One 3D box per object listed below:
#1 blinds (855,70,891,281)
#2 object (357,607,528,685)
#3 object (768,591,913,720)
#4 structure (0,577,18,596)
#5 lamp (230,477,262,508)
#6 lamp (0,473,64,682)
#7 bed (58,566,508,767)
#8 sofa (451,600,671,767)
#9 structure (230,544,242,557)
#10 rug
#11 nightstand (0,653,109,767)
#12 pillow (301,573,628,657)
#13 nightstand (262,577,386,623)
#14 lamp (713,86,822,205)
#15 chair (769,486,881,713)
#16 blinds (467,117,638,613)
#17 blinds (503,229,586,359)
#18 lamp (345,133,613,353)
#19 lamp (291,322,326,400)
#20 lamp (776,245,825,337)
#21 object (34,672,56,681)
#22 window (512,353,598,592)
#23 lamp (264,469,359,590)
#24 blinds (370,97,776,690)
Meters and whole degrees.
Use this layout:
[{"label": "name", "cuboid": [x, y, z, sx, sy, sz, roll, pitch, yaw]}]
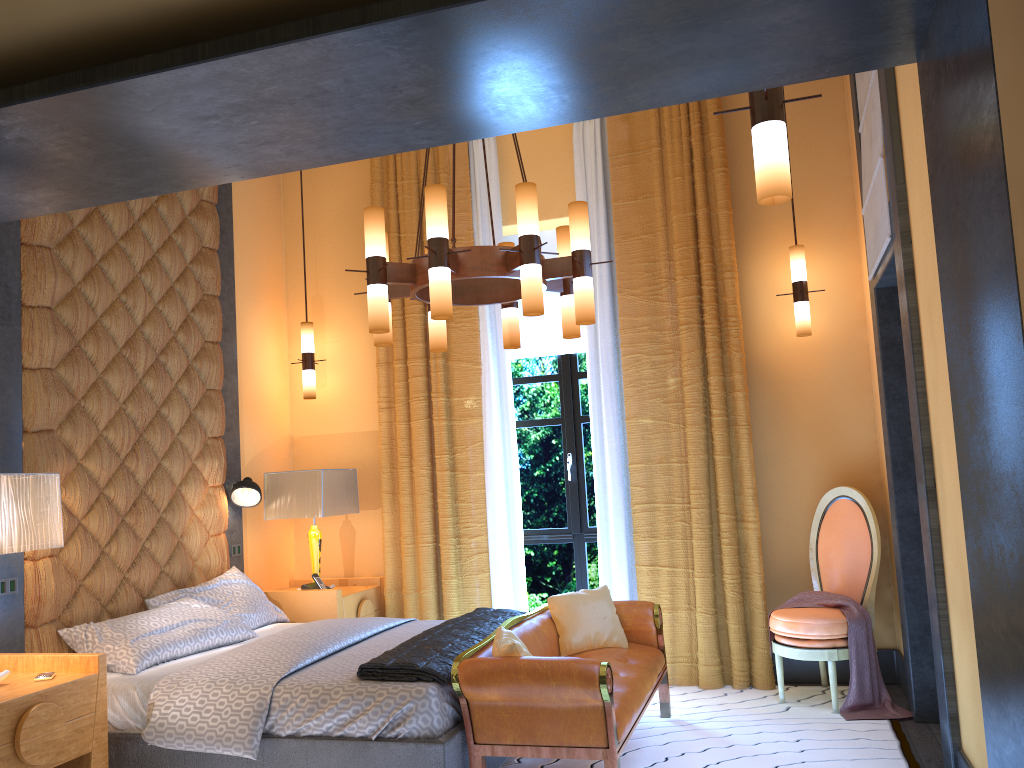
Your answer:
[{"label": "blinds", "cuboid": [1.676, -1.350, 4.200, 0.042, 1.574, 0.896, -5, -5, 17]}, {"label": "object", "cuboid": [-0.243, 1.201, 4.176, 0.405, 0.104, 1.463, -5, -6, 16]}, {"label": "object", "cuboid": [1.735, 1.413, 4.730, 0.428, 0.571, 0.804, -1, -6, -26]}, {"label": "structure", "cuboid": [-2.220, 0.890, 3.893, 0.016, 0.071, 0.103, -5, -6, 17]}, {"label": "lamp", "cuboid": [-1.488, 0.685, 5.586, 0.568, 0.217, 0.232, 0, -6, -26]}, {"label": "lamp", "cuboid": [-2.059, 0.752, 3.366, 0.424, 0.801, 0.506, -5, -5, 17]}, {"label": "bed", "cuboid": [-1.008, 1.375, 4.404, 2.107, 0.823, 1.891, -5, -6, 16]}, {"label": "sofa", "cuboid": [0.310, 1.403, 4.078, 0.651, 0.639, 1.617, -5, -6, 16]}, {"label": "structure", "cuboid": [-1.722, 1.036, 5.526, 0.016, 0.071, 0.103, -5, -6, 17]}, {"label": "rug", "cuboid": [-0.148, 1.734, 3.934, 3.704, 0.016, 3.392, -5, -6, 17]}, {"label": "nightstand", "cuboid": [-2.028, 1.428, 3.294, 0.721, 0.698, 0.709, -5, -6, 17]}, {"label": "pillow", "cuboid": [-0.188, 1.252, 4.800, 1.147, 0.406, 2.633, 0, -7, -32]}, {"label": "nightstand", "cuboid": [-1.265, 1.657, 5.795, 0.720, 0.689, 0.681, -5, -6, 17]}, {"label": "lamp", "cuboid": [0.669, -0.742, 2.331, 0.199, 0.531, 0.199, -1, -6, -28]}, {"label": "chair", "cuboid": [1.705, 1.150, 4.865, 0.632, 1.145, 0.501, 1, -7, -40]}, {"label": "blinds", "cuboid": [0.230, -0.143, 5.749, 2.051, 4.068, 0.237, -5, -5, 14]}, {"label": "blinds", "cuboid": [0.342, -0.638, 6.073, 1.201, 0.871, 0.013, -5, -5, 17]}, {"label": "lamp", "cuboid": [-0.201, -1.296, 4.064, 1.142, 2.164, 1.141, -8, -7, 39]}, {"label": "lamp", "cuboid": [-1.408, -0.161, 6.132, 0.199, 0.531, 0.199, -1, -6, -28]}, {"label": "lamp", "cuboid": [1.694, -0.546, 5.209, 0.199, 0.531, 0.199, -1, -6, -28]}, {"label": "object", "cuboid": [-1.826, 1.146, 3.468, 0.064, 0.018, 0.111, -1, -6, -18]}, {"label": "window", "cuboid": [0.407, 0.419, 5.993, 1.201, 2.995, 0.130, -5, -5, 17]}, {"label": "lamp", "cuboid": [-1.285, 0.963, 5.752, 0.424, 0.801, 0.506, -5, -5, 17]}, {"label": "blinds", "cuboid": [0.242, -0.176, 5.661, 2.452, 4.138, 0.134, -5, -5, 17]}]
